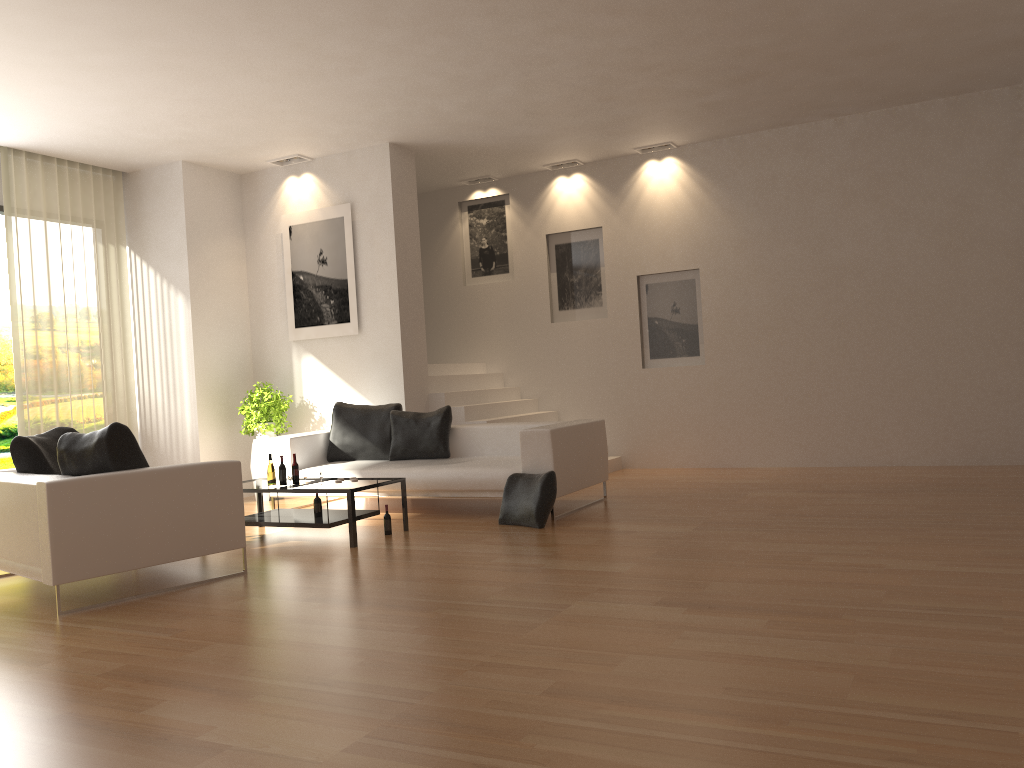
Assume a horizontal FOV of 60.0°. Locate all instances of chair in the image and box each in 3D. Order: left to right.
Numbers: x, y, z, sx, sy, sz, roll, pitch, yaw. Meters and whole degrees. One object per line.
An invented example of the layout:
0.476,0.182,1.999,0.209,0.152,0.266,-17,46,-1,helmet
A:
-2.733,0.920,5.922,1.671,0.761,1.262,-3,0,43,chair

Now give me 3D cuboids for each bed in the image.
-0.753,0.791,8.396,3.075,0.761,1.262,-3,0,28,bed

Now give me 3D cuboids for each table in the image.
-1.694,1.033,7.159,1.566,0.460,0.709,-3,0,28,table

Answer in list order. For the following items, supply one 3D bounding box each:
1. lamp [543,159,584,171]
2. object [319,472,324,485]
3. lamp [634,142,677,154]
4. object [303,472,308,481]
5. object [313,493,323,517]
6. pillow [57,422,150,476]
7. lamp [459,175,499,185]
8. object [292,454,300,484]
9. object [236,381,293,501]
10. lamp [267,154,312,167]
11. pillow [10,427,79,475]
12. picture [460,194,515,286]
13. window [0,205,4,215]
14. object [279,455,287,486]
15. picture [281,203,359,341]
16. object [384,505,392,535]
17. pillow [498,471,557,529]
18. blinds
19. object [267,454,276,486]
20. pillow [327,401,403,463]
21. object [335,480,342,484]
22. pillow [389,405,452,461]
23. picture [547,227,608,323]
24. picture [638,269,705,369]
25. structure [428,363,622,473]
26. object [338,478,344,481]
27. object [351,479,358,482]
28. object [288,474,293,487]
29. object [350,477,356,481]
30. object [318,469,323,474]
0.627,-2.756,10.860,0.446,0.166,0.243,-3,0,28,lamp
-1.492,0.740,6.939,0.039,0.101,0.039,-4,0,-14,object
1.666,-2.818,10.317,0.446,0.166,0.243,-3,0,28,lamp
-1.630,0.748,7.005,0.039,0.101,0.039,-4,0,-14,object
-1.541,0.949,7.031,0.065,0.217,0.065,-3,0,10,object
-2.499,0.569,5.495,0.506,0.666,0.324,-3,0,18,pillow
-0.427,-2.693,11.410,0.446,0.166,0.243,-3,0,28,lamp
-1.754,0.688,7.175,0.057,0.248,0.057,-4,0,-45,object
-2.712,0.626,9.840,0.570,1.324,0.631,-3,0,42,object
-2.482,-2.562,9.877,0.446,0.166,0.243,-3,0,28,lamp
-3.188,0.602,6.246,0.291,0.598,0.660,-3,0,17,pillow
-0.319,-1.877,11.605,0.802,1.155,0.005,-3,0,28,picture
-5.748,-0.155,7.704,0.152,3.189,5.198,-3,0,28,window
-1.843,0.694,7.117,0.059,0.244,0.059,-3,0,28,object
-2.145,-1.229,9.861,0.979,1.431,0.004,-3,0,28,picture
-0.981,1.072,6.979,0.059,0.244,0.059,-3,0,4,object
0.147,0.925,7.092,0.340,0.457,0.503,-4,0,-44,pillow
-4.646,-0.557,9.397,0.143,3.861,1.409,-3,0,24,blinds
-1.946,0.693,7.164,0.067,0.257,0.068,-4,0,-44,object
-1.474,0.495,8.924,0.755,0.666,0.346,-3,0,13,pillow
-1.356,0.764,6.933,0.052,0.021,0.052,-4,0,-40,object
-0.887,0.485,8.643,0.628,0.524,0.270,-3,0,11,pillow
0.821,-1.347,11.031,0.802,1.155,0.005,-3,0,28,picture
1.892,-0.759,10.494,0.802,1.155,0.005,-3,0,28,picture
-1.176,0.481,11.025,4.625,1.403,1.839,-3,0,28,structure
-1.366,0.764,7.080,0.052,0.021,0.052,-3,0,5,object
-1.234,0.757,6.958,0.052,0.021,0.052,-3,0,5,object
-1.741,0.755,6.964,0.039,0.101,0.039,-4,0,-20,object
-1.272,0.759,7.095,0.052,0.021,0.052,-3,0,5,object
-1.545,0.743,7.163,0.039,0.101,0.039,-4,0,-14,object
